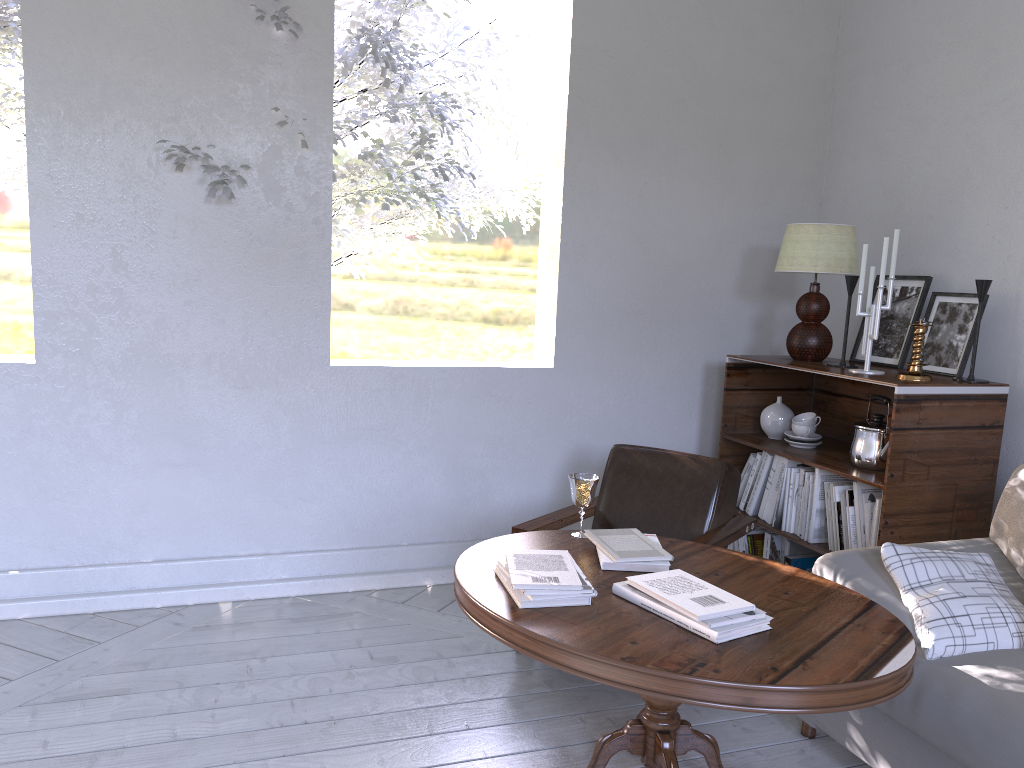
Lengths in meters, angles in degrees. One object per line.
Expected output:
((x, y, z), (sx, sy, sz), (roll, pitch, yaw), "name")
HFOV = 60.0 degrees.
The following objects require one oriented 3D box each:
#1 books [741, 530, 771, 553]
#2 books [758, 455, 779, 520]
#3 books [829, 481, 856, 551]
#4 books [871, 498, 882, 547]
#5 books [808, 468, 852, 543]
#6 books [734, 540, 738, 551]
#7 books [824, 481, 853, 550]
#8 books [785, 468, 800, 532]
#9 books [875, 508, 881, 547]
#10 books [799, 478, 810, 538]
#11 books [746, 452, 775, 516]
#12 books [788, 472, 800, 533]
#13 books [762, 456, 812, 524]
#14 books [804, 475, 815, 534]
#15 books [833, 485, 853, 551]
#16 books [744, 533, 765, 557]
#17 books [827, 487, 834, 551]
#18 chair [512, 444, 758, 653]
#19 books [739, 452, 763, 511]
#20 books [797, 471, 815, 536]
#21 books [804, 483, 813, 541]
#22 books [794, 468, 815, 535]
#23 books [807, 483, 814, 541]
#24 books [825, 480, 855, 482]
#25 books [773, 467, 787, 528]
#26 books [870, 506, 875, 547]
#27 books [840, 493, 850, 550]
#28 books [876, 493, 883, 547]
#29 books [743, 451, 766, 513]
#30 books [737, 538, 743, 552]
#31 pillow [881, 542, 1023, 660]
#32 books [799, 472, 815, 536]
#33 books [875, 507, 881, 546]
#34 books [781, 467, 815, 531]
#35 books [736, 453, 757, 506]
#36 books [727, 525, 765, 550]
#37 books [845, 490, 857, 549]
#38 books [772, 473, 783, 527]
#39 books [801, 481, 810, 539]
((0.869, 0.612, 3.093), (0.127, 0.196, 0.087), (-1, 9, -21), "books")
((0.929, 0.339, 2.958), (0.173, 0.240, 0.092), (-1, 9, -21), "books")
((1.011, 0.398, 2.647), (0.129, 0.211, 0.073), (-1, 10, -21), "books")
((1.062, 0.420, 2.493), (0.114, 0.205, 0.008), (-1, 10, -21), "books")
((0.977, 0.370, 2.718), (0.126, 0.238, 0.017), (0, 10, -16), "books")
((0.848, 0.613, 3.134), (0.129, 0.178, 0.066), (-1, 10, -21), "books")
((1.008, 0.397, 2.678), (0.131, 0.204, 0.064), (-1, 10, -21), "books")
((0.943, 0.370, 2.834), (0.131, 0.208, 0.011), (0, 10, -16), "books")
((1.067, 0.434, 2.478), (0.115, 0.183, 0.009), (-1, 10, -21), "books")
((0.964, 0.388, 2.770), (0.120, 0.189, 0.012), (0, 10, -16), "books")
((0.902, 0.335, 2.997), (0.173, 0.237, 0.111), (-1, 9, -21), "books")
((0.947, 0.377, 2.823), (0.125, 0.197, 0.015), (0, 10, -16), "books")
((0.937, 0.344, 2.916), (0.174, 0.244, 0.104), (-1, 9, -21), "books")
((0.967, 0.382, 2.750), (0.114, 0.205, 0.008), (0, 10, -16), "books")
((1.017, 0.404, 2.631), (0.131, 0.204, 0.064), (-1, 10, -21), "books")
((0.880, 0.615, 3.059), (0.136, 0.201, 0.108), (-1, 9, -21), "books")
((1.009, 0.405, 2.663), (0.125, 0.194, 0.064), (-1, 10, -21), "books")
((0.338, 0.490, 2.540), (0.494, 0.557, 0.702), (8, 10, 34), "chair")
((0.887, 0.336, 3.057), (0.161, 0.219, 0.100), (-1, 9, -21), "books")
((0.967, 0.376, 2.793), (0.131, 0.208, 0.011), (0, 10, -16), "books")
((0.963, 0.394, 2.742), (0.115, 0.184, 0.009), (0, 10, -16), "books")
((0.963, 0.371, 2.808), (0.129, 0.213, 0.020), (0, 10, -16), "books")
((0.972, 0.396, 2.735), (0.115, 0.183, 0.009), (0, 10, -16), "books")
((1.015, 0.396, 2.693), (0.131, 0.204, 0.064), (-1, 10, -21), "books")
((0.909, 0.366, 2.864), (0.120, 0.209, 0.026), (-1, 10, -25), "books")
((1.062, 0.430, 2.504), (0.115, 0.183, 0.009), (-1, 10, -21), "books")
((1.031, 0.415, 2.622), (0.120, 0.186, 0.060), (-1, 10, -21), "books")
((1.073, 0.408, 2.461), (0.126, 0.238, 0.017), (-1, 10, -21), "books")
((0.894, 0.333, 3.027), (0.152, 0.234, 0.103), (-1, 9, -21), "books")
((0.856, 0.620, 3.109), (0.129, 0.176, 0.080), (-1, 9, -21), "books")
((0.960, 0.464, 1.892), (0.310, 0.207, 0.213), (1, 8, -14), "pillow")
((0.970, 0.377, 2.783), (0.131, 0.208, 0.011), (0, 10, -16), "books")
((1.070, 0.432, 2.488), (0.115, 0.184, 0.009), (-1, 10, -21), "books")
((0.933, 0.368, 2.843), (0.131, 0.208, 0.011), (0, 10, -16), "books")
((0.867, 0.335, 3.095), (0.161, 0.211, 0.126), (-1, 9, -21), "books")
((0.837, 0.600, 3.182), (0.134, 0.185, 0.030), (-1, 10, -21), "books")
((1.035, 0.411, 2.583), (0.131, 0.204, 0.064), (-1, 10, -21), "books")
((0.907, 0.375, 2.876), (0.121, 0.186, 0.025), (-1, 10, -25), "books")
((0.960, 0.392, 2.759), (0.115, 0.183, 0.009), (0, 10, -16), "books")
